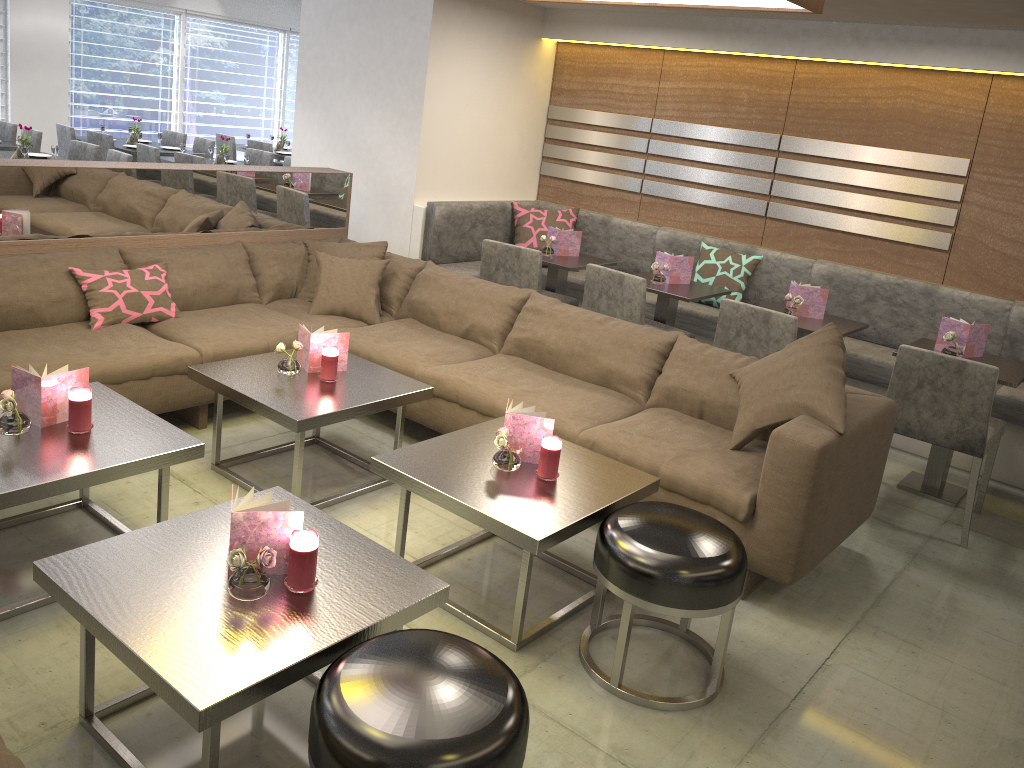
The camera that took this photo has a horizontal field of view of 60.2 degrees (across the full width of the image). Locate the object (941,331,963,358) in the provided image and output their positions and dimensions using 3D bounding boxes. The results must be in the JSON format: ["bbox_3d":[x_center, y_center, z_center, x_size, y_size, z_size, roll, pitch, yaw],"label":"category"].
[{"bbox_3d":[1.992,-0.175,3.985,0.097,0.123,0.106,19,19,36],"label":"object"}]

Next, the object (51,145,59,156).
[{"bbox_3d":[-3.468,-1.740,6.710,0.053,0.137,0.054,6,14,-5],"label":"object"}]

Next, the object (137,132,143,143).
[{"bbox_3d":[-3.672,-2.411,8.723,0.053,0.137,0.054,6,14,-5],"label":"object"}]

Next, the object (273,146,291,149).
[{"bbox_3d":[-2.764,-2.832,10.608,0.217,0.015,0.221,7,18,0],"label":"object"}]

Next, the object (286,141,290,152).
[{"bbox_3d":[-2.562,-2.708,10.100,0.053,0.137,0.054,6,14,-5],"label":"object"}]

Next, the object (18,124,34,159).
[{"bbox_3d":[-3.669,-1.819,6.651,0.156,0.271,0.105,17,17,33],"label":"object"}]

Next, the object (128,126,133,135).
[{"bbox_3d":[-4.005,-2.631,9.276,0.053,0.137,0.054,6,14,-5],"label":"object"}]

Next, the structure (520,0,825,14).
[{"bbox_3d":[-0.730,-1.548,2.350,2.475,0.607,2.461,20,21,35],"label":"structure"}]

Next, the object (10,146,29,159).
[{"bbox_3d":[-3.732,-1.753,6.706,0.070,0.098,0.207,9,17,6],"label":"object"}]

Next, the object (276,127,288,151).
[{"bbox_3d":[-2.663,-2.839,10.247,0.156,0.271,0.105,17,17,33],"label":"object"}]

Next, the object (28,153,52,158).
[{"bbox_3d":[-3.770,-1.812,7.011,0.216,0.015,0.221,5,18,-7],"label":"object"}]

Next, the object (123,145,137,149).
[{"bbox_3d":[-3.663,-2.302,8.586,0.218,0.015,0.220,12,18,14],"label":"object"}]

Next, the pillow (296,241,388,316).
[{"bbox_3d":[-0.882,-0.571,4.613,0.527,0.387,0.297,9,15,6],"label":"pillow"}]

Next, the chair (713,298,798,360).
[{"bbox_3d":[1.229,-0.025,4.294,0.483,0.748,0.495,19,19,38],"label":"chair"}]

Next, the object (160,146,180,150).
[{"bbox_3d":[-3.423,-2.366,8.885,0.218,0.015,0.220,12,18,14],"label":"object"}]

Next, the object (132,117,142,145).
[{"bbox_3d":[-3.773,-2.542,8.869,0.156,0.271,0.105,17,17,33],"label":"object"}]

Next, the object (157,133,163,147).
[{"bbox_3d":[-3.559,-2.465,8.937,0.053,0.137,0.054,6,14,-5],"label":"object"}]

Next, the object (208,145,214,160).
[{"bbox_3d":[-2.852,-2.191,8.368,0.053,0.137,0.054,6,14,-5],"label":"object"}]

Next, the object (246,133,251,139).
[{"bbox_3d":[-3.124,-2.896,10.461,0.053,0.137,0.054,6,14,-5],"label":"object"}]

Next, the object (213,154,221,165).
[{"bbox_3d":[-2.665,-2.039,8.030,0.070,0.098,0.207,9,17,6],"label":"object"}]

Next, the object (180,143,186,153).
[{"bbox_3d":[-3.034,-2.142,8.142,0.053,0.137,0.054,6,14,-5],"label":"object"}]

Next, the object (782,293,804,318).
[{"bbox_3d":[1.408,-0.391,4.426,0.094,0.123,0.103,8,15,1],"label":"object"}]

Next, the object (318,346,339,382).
[{"bbox_3d":[-0.696,-0.078,3.370,0.076,0.126,0.077,10,15,9],"label":"object"}]

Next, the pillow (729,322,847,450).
[{"bbox_3d":[1.001,0.018,3.162,0.299,0.503,0.631,-4,20,-38],"label":"pillow"}]

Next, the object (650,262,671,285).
[{"bbox_3d":[0.813,-0.616,4.887,0.110,0.123,0.093,2,16,-20],"label":"object"}]

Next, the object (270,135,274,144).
[{"bbox_3d":[-2.895,-2.928,10.654,0.053,0.137,0.054,6,14,-5],"label":"object"}]

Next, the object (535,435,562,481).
[{"bbox_3d":[0.117,0.228,2.741,0.075,0.126,0.077,7,15,-1],"label":"object"}]

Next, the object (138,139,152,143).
[{"bbox_3d":[-3.874,-2.535,9.229,0.218,0.015,0.220,12,18,14],"label":"object"}]

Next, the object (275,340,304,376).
[{"bbox_3d":[-0.854,-0.104,3.385,0.102,0.129,0.093,8,15,2],"label":"object"}]

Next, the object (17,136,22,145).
[{"bbox_3d":[-3.914,-1.907,7.049,0.053,0.137,0.054,6,14,-5],"label":"object"}]

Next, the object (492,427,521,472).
[{"bbox_3d":[-0.013,0.204,2.767,0.095,0.127,0.108,7,15,-3],"label":"object"}]

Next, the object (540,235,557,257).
[{"bbox_3d":[0.217,-0.835,5.332,0.107,0.123,0.096,5,15,-10],"label":"object"}]

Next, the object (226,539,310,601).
[{"bbox_3d":[-0.530,0.402,1.944,0.193,0.123,0.097,1,16,-21],"label":"object"}]

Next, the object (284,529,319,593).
[{"bbox_3d":[-0.469,0.395,1.983,0.075,0.126,0.077,7,15,-1],"label":"object"}]

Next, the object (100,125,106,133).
[{"bbox_3d":[-4.187,-2.582,9.051,0.053,0.137,0.054,6,14,-5],"label":"object"}]

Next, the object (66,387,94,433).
[{"bbox_3d":[-1.292,0.076,2.646,0.076,0.126,0.077,10,15,9],"label":"object"}]

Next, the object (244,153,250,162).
[{"bbox_3d":[-2.406,-2.025,8.028,0.053,0.137,0.054,6,14,-5],"label":"object"}]

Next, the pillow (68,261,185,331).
[{"bbox_3d":[-1.663,-0.387,3.842,0.182,0.248,0.468,17,19,31],"label":"pillow"}]

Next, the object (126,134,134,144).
[{"bbox_3d":[-3.837,-2.476,8.924,0.070,0.098,0.207,9,17,6],"label":"object"}]

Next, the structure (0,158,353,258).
[{"bbox_3d":[-2.250,-0.469,3.873,0.226,0.989,3.803,18,20,35],"label":"structure"}]

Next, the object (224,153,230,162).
[{"bbox_3d":[-2.519,-1.971,7.814,0.053,0.137,0.054,6,14,-5],"label":"object"}]

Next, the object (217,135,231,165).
[{"bbox_3d":[-2.602,-2.105,7.975,0.156,0.271,0.105,17,17,33],"label":"object"}]

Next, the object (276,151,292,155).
[{"bbox_3d":[-2.553,-2.599,9.965,0.218,0.015,0.220,12,18,14],"label":"object"}]

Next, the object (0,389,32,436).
[{"bbox_3d":[-1.452,0.081,2.568,0.095,0.127,0.102,13,16,19],"label":"object"}]

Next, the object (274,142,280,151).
[{"bbox_3d":[-2.726,-2.773,10.302,0.070,0.098,0.207,9,17,6],"label":"object"}]

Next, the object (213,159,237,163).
[{"bbox_3d":[-2.703,-2.098,8.336,0.218,0.015,0.220,13,18,16],"label":"object"}]

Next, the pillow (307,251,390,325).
[{"bbox_3d":[-0.817,-0.474,4.428,0.380,0.317,0.240,5,15,-8],"label":"pillow"}]

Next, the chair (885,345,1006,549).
[{"bbox_3d":[1.835,0.204,3.824,0.482,0.748,0.496,17,18,32],"label":"chair"}]

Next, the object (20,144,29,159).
[{"bbox_3d":[-3.581,-1.687,6.496,0.053,0.137,0.054,6,14,-5],"label":"object"}]
